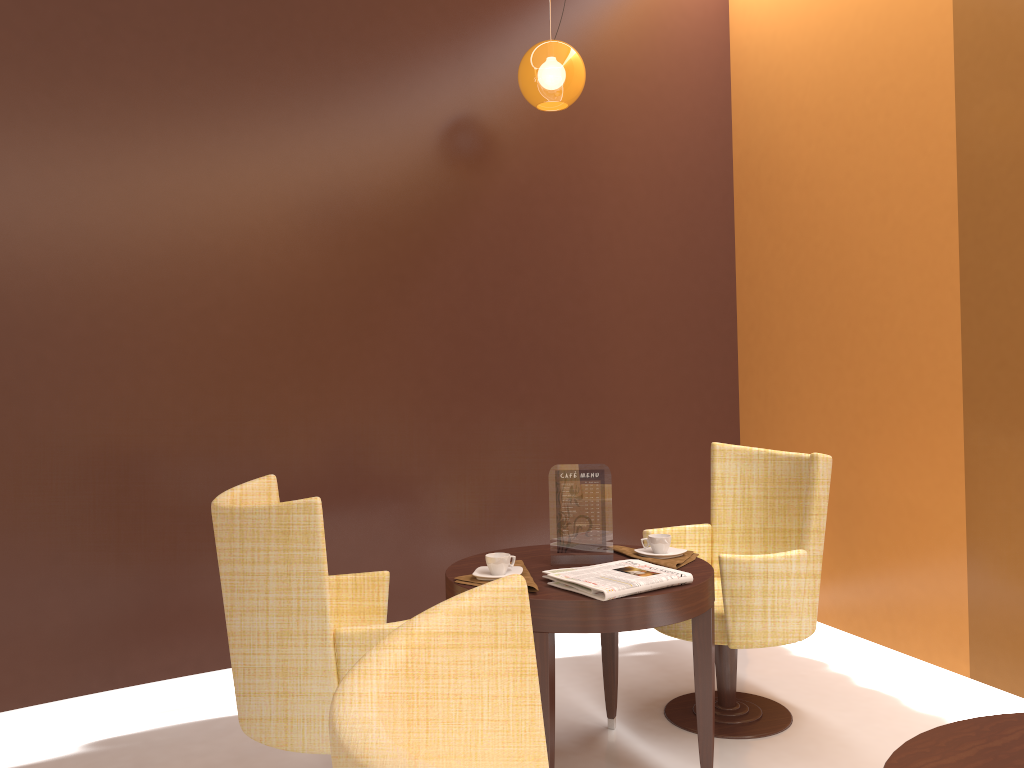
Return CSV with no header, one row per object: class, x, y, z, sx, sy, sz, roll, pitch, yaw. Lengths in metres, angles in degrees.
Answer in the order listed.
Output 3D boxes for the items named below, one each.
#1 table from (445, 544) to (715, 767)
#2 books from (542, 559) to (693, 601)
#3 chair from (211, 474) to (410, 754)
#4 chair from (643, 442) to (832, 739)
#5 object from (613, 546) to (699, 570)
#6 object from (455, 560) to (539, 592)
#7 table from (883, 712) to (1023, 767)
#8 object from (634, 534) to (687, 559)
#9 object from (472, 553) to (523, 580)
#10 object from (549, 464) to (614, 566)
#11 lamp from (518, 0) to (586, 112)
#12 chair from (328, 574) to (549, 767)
table,0.226,0.942,2.915,0.872,0.679,0.874,-1,0,17
books,0.313,0.583,2.672,0.367,0.035,0.345,-1,0,-29
chair,-0.501,0.792,2.580,0.685,1.017,0.729,-1,0,-22
chair,0.862,0.757,3.412,0.685,1.017,0.729,-1,0,-20
object,0.530,0.584,3.047,0.239,0.021,0.464,-1,0,-23
object,-0.060,0.599,2.767,0.239,0.021,0.464,-1,0,-6
table,0.956,0.924,1.145,0.872,0.679,0.874,-1,0,12
object,0.510,0.556,3.048,0.153,0.069,0.153,-1,0,-36
object,-0.045,0.570,2.776,0.153,0.069,0.153,-1,0,7
object,0.230,0.435,2.962,0.209,0.335,0.042,-1,0,4
lamp,0.158,-1.968,3.894,0.299,1.500,0.299,-1,0,-19
chair,0.171,0.775,0.921,0.685,1.017,0.729,-1,0,-2
